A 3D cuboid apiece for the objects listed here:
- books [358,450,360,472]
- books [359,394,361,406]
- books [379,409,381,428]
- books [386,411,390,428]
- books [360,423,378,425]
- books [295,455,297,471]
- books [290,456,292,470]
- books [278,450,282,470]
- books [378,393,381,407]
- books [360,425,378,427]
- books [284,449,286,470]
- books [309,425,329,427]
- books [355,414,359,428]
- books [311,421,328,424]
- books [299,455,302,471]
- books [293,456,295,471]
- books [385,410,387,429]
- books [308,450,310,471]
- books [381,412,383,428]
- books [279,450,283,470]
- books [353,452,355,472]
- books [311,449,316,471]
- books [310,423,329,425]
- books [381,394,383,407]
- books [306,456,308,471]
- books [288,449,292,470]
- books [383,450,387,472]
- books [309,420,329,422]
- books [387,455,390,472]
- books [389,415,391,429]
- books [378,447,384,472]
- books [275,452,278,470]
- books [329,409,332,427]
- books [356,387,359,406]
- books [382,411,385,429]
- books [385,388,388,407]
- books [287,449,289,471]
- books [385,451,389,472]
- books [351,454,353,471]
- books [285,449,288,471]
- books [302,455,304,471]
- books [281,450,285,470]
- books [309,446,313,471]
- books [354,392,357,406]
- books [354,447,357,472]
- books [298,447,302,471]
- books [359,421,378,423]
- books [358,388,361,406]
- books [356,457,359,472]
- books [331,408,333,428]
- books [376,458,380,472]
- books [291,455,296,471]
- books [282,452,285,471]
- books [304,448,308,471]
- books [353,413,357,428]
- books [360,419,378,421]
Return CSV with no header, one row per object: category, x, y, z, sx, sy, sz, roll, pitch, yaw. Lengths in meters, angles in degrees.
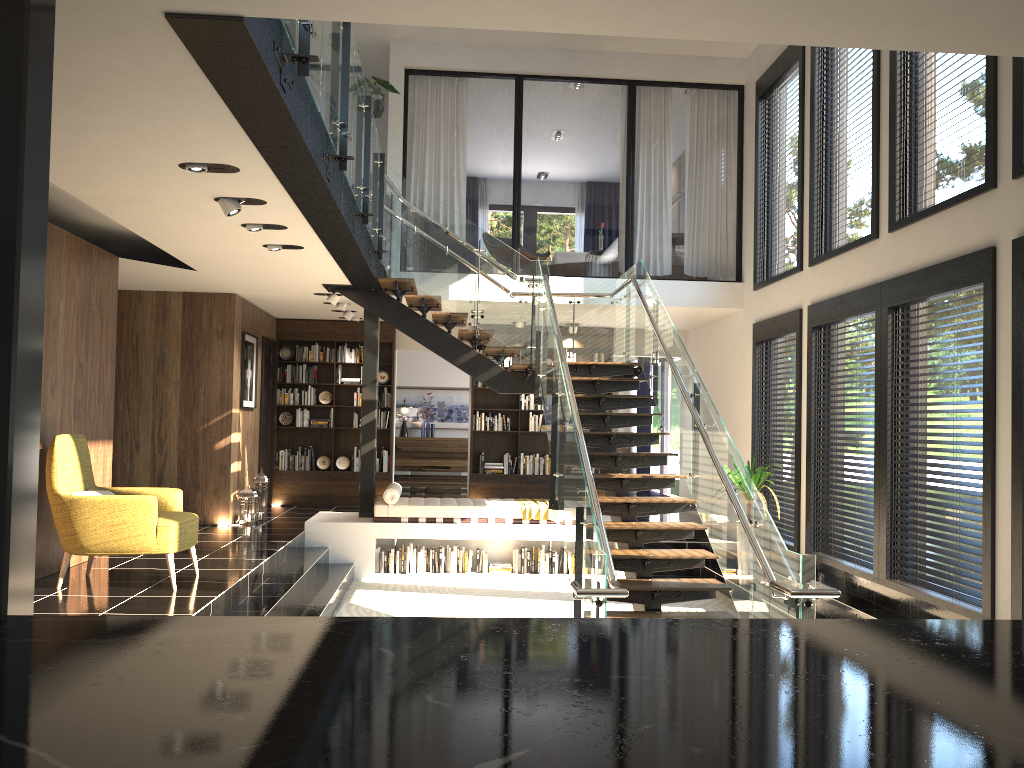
books,-2.223,1.115,12.927,0.019,0.317,0.122,1,-2,-4
books,-2.203,0.236,12.923,0.028,0.180,0.130,1,-2,-4
books,-1.933,0.511,12.956,0.014,0.279,0.202,1,-2,-4
books,-1.812,0.526,12.945,0.047,0.253,0.210,1,-2,-4
books,-2.092,0.583,12.957,0.263,0.030,0.159,1,-3,-7
books,-3.112,1.141,12.858,0.026,0.222,0.209,1,-2,-4
books,-3.194,1.146,12.883,0.035,0.212,0.159,1,-2,-4
books,-3.361,1.104,12.871,0.032,0.288,0.180,1,-2,-4
books,-1.939,0.235,12.957,0.060,0.196,0.119,1,-2,-4
books,-2.092,0.612,12.947,0.271,0.028,0.174,2,-3,-9
books,-3.268,1.097,12.837,0.016,0.304,0.217,1,-2,-4
books,-2.801,0.614,12.897,0.262,0.032,0.155,1,-3,-2
books,-2.257,0.539,12.925,0.036,0.206,0.215,1,-2,-4
books,-2.800,0.560,12.901,0.244,0.033,0.142,2,-3,-8
books,-3.050,1.143,12.872,0.034,0.223,0.209,1,-2,-4
books,-3.140,1.149,12.866,0.029,0.206,0.167,1,-2,-4
books,-1.842,0.518,12.948,0.013,0.267,0.177,1,-2,-4
books,-2.932,1.104,12.862,0.027,0.304,0.204,1,-2,-4
books,-1.894,0.527,12.949,0.014,0.246,0.192,1,-2,-4
books,-3.336,1.106,12.840,0.014,0.282,0.233,1,-2,-4
books,-2.296,1.133,12.920,0.024,0.278,0.135,1,-2,-4
books,-2.879,1.100,12.865,0.042,0.315,0.193,1,-2,-4
books,-2.800,0.587,12.900,0.266,0.021,0.152,1,-3,-6
books,-1.896,0.239,12.950,0.026,0.190,0.121,1,-2,-4
books,-2.964,1.152,12.877,0.033,0.208,0.192,1,-2,-4
books,-3.219,1.098,12.861,0.020,0.304,0.189,1,-2,-4
books,-1.855,1.124,12.938,0.035,0.314,0.168,1,-2,-4
books,-2.800,0.535,12.889,0.293,0.016,0.174,1,-3,-6
books,-1.796,1.160,12.945,0.029,0.247,0.139,1,-2,-4
books,-1.780,0.552,12.976,0.021,0.204,0.169,1,-2,-4
books,-1.905,1.103,12.930,0.065,0.354,0.164,1,-2,-4
books,-3.393,1.116,12.861,0.032,0.261,0.195,1,-2,-4
books,-2.633,0.503,12.913,0.032,0.261,0.157,1,-2,-4
books,-2.249,0.186,12.935,0.025,0.280,0.145,1,-2,-4
books,-1.871,0.525,12.993,0.038,0.257,0.138,1,-2,-4
books,-1.834,0.195,12.934,0.016,0.278,0.202,1,-2,-4
books,-3.239,1.100,12.866,0.018,0.301,0.195,1,-2,-4
books,-1.823,1.129,12.933,0.029,0.306,0.149,1,-2,-4
books,-2.320,1.149,12.926,0.023,0.244,0.135,1,-2,-4
books,-3.253,1.095,12.832,0.015,0.306,0.222,1,-2,-4
books,-3.014,1.144,12.874,0.036,0.222,0.173,1,-2,-4
books,-3.315,1.107,12.859,0.030,0.282,0.170,1,-2,-4
books,-2.907,1.078,12.841,0.019,0.356,0.235,1,-2,-4
books,-2.279,0.220,12.939,0.033,0.211,0.132,1,-2,-4
books,-2.271,1.091,12.881,0.017,0.359,0.190,1,-2,-4
books,-3.070,1.082,12.834,0.016,0.341,0.217,1,-2,-4
books,-2.092,0.559,12.964,0.266,0.019,0.157,1,-3,-2
books,-2.225,0.190,12.918,0.019,0.272,0.176,1,-2,-4
books,-2.251,1.166,12.925,0.034,0.215,0.105,1,-2,-4
books,-2.605,0.491,12.890,0.018,0.286,0.157,1,-2,-4
books,-1.957,1.182,12.951,0.032,0.195,0.134,1,-2,-4
books,-3.163,1.142,12.838,0.021,0.217,0.220,1,-2,-4
books,-3.287,1.113,12.830,0.022,0.269,0.216,1,-2,-4
books,-2.986,1.094,12.858,0.016,0.322,0.219,1,-2,-4
books,-2.291,0.531,12.952,0.028,0.224,0.161,1,-2,-4
books,-2.092,0.535,12.973,0.239,0.031,0.147,1,-3,-4
